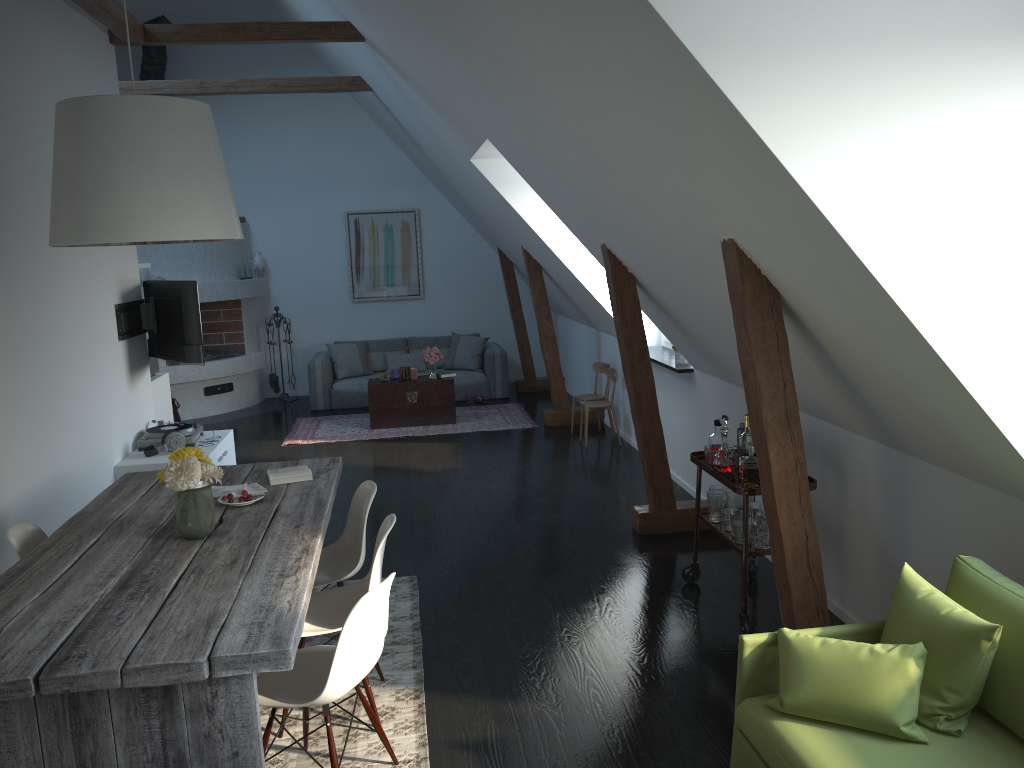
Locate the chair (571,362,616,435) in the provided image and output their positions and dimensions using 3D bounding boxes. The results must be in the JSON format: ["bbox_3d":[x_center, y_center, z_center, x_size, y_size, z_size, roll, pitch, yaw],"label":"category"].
[{"bbox_3d":[0.784,0.151,8.698,0.342,0.696,0.329,-7,10,-24],"label":"chair"}]

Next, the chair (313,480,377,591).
[{"bbox_3d":[-0.881,0.888,4.156,0.542,0.801,0.465,-6,10,-21],"label":"chair"}]

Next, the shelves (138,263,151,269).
[{"bbox_3d":[-3.778,-0.903,7.070,1.604,0.038,0.478,-4,9,-7],"label":"shelves"}]

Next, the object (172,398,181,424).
[{"bbox_3d":[-4.000,0.341,10.147,0.384,0.313,0.384,1,9,19],"label":"object"}]

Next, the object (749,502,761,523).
[{"bbox_3d":[1.246,0.671,4.596,0.092,0.099,0.092,-8,10,-29],"label":"object"}]

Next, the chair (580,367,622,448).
[{"bbox_3d":[0.817,0.212,8.300,0.342,0.696,0.329,-3,9,-6],"label":"chair"}]

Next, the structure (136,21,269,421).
[{"bbox_3d":[-4.766,-2.016,11.261,3.058,4.752,3.049,-2,9,2],"label":"structure"}]

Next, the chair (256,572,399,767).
[{"bbox_3d":[-0.654,1.045,3.090,0.542,0.801,0.465,0,9,19],"label":"chair"}]

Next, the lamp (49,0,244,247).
[{"bbox_3d":[-1.478,-1.926,3.178,0.697,2.813,0.757,6,12,42],"label":"lamp"}]

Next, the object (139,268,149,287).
[{"bbox_3d":[-4.206,-1.213,10.081,0.158,0.274,0.158,3,11,32],"label":"object"}]

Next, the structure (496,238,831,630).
[{"bbox_3d":[1.124,0.027,5.402,1.023,1.963,12.350,-4,9,-7],"label":"structure"}]

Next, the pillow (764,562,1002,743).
[{"bbox_3d":[1.090,0.825,2.662,0.600,0.387,0.475,-4,9,-10],"label":"pillow"}]

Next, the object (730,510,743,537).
[{"bbox_3d":[1.129,0.696,4.403,0.095,0.119,0.095,6,13,44],"label":"object"}]

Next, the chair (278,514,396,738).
[{"bbox_3d":[-0.725,0.959,3.657,0.542,0.801,0.465,-4,9,-6],"label":"chair"}]

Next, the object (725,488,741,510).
[{"bbox_3d":[1.166,0.634,4.674,0.087,0.155,0.087,-9,11,-34],"label":"object"}]

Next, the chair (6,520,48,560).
[{"bbox_3d":[-1.845,0.976,3.874,0.542,0.801,0.465,-4,9,-11],"label":"chair"}]

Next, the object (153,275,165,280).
[{"bbox_3d":[-4.040,-1.189,10.172,0.161,0.114,0.064,-3,9,-4],"label":"object"}]

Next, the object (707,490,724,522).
[{"bbox_3d":[1.065,0.642,4.649,0.087,0.155,0.087,-9,11,-34],"label":"object"}]

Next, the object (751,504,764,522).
[{"bbox_3d":[1.260,0.677,4.489,0.095,0.119,0.095,6,13,44],"label":"object"}]

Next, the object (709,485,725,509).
[{"bbox_3d":[1.097,0.626,4.742,0.087,0.155,0.087,-9,11,-34],"label":"object"}]

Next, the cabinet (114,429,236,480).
[{"bbox_3d":[-2.468,0.714,6.663,0.623,0.507,1.069,-4,9,-7],"label":"cabinet"}]

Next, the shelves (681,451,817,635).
[{"bbox_3d":[1.209,0.775,4.494,0.438,0.732,0.803,-4,9,-11],"label":"shelves"}]

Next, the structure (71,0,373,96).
[{"bbox_3d":[-4.242,-2.655,6.002,10.230,3.562,15.910,-3,9,-2],"label":"structure"}]

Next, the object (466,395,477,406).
[{"bbox_3d":[-0.496,0.202,10.694,0.101,0.090,0.277,-6,9,-18],"label":"object"}]

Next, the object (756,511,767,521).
[{"bbox_3d":[1.254,0.696,4.369,0.095,0.119,0.095,6,13,44],"label":"object"}]

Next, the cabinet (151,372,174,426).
[{"bbox_3d":[-3.350,0.425,7.421,0.869,0.921,0.638,-4,9,-7],"label":"cabinet"}]

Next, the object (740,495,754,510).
[{"bbox_3d":[1.258,0.616,4.759,0.087,0.155,0.087,-9,11,-34],"label":"object"}]

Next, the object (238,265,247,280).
[{"bbox_3d":[-3.347,-1.388,11.024,0.092,0.180,0.092,1,10,21],"label":"object"}]

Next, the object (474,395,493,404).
[{"bbox_3d":[-0.344,0.187,10.746,0.277,0.090,0.101,5,12,39],"label":"object"}]

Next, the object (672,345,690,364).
[{"bbox_3d":[1.211,-0.382,6.590,0.309,0.461,0.131,-1,9,11],"label":"object"}]

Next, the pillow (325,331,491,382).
[{"bbox_3d":[-1.292,-0.363,11.212,2.075,0.515,0.444,-4,9,-7],"label":"pillow"}]

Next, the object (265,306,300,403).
[{"bbox_3d":[-3.006,-0.392,11.519,0.376,1.245,0.376,-7,10,-27],"label":"object"}]

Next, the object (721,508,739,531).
[{"bbox_3d":[1.110,0.691,4.509,0.092,0.099,0.092,-8,10,-29],"label":"object"}]
